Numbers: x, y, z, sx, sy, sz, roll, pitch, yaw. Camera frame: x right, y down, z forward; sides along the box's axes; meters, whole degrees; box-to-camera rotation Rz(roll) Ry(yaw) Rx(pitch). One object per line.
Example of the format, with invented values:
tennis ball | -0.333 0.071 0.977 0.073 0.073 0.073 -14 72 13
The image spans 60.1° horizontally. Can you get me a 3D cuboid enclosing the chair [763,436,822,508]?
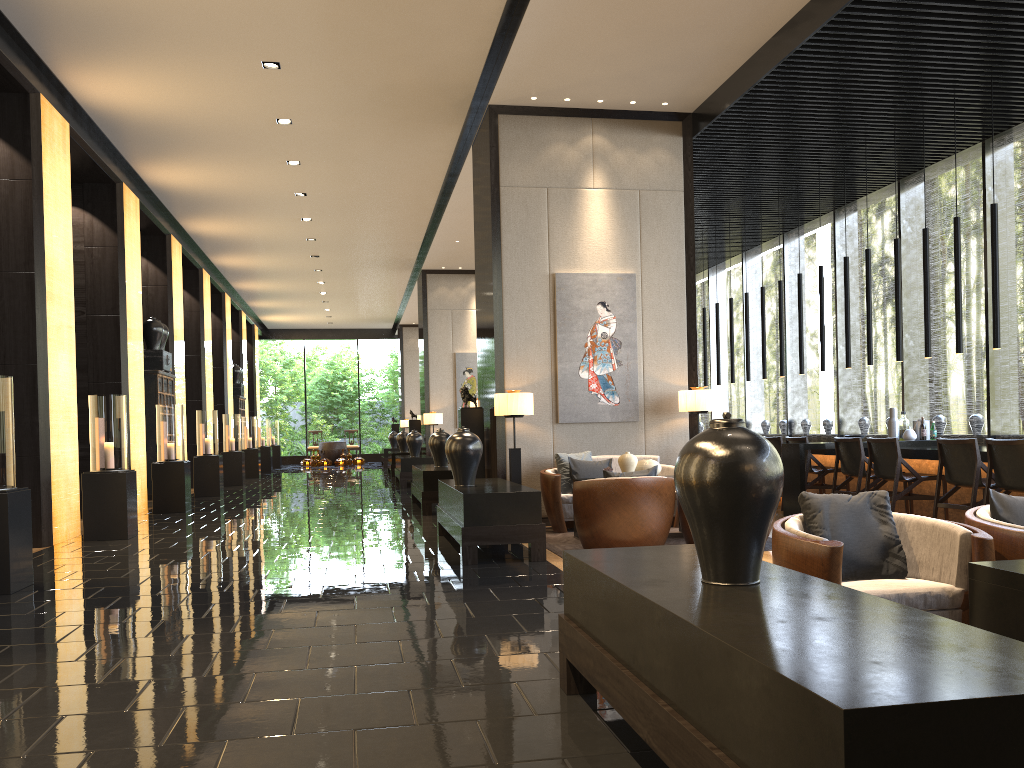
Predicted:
chair | 3.192 1.013 10.230 0.563 0.827 0.526 -1 -1 -10

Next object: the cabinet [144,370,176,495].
cabinet | -5.288 0.800 12.932 0.547 1.923 1.188 -1 0 -10

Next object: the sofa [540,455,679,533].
sofa | 0.977 1.047 8.582 1.448 0.693 0.603 -1 -1 -10

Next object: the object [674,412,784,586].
object | 0.631 0.328 2.578 0.311 0.493 0.311 -1 -1 -21

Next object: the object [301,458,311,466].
object | -6.231 2.381 26.955 0.370 0.229 0.370 -2 -2 7

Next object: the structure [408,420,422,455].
structure | -1.982 1.342 18.148 0.240 1.218 0.240 -1 0 -10

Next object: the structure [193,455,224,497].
structure | -4.948 1.496 14.439 0.402 0.658 0.402 -1 0 -10

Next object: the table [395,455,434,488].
table | -1.790 1.583 16.206 0.620 0.513 1.962 -1 -3 -10

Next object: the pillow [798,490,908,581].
pillow | 1.371 0.612 3.586 0.399 0.362 0.222 -1 0 -9

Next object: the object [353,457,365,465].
object | -4.709 2.357 27.205 0.369 0.229 0.370 0 -2 -38

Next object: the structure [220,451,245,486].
structure | -5.460 1.655 17.331 0.402 0.658 0.402 -1 0 -10

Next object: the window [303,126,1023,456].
window | -1.455 -0.398 13.832 12.050 4.227 31.916 -1 -3 -10

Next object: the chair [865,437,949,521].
chair | 3.569 0.896 8.100 0.563 0.827 0.526 -1 -1 -10

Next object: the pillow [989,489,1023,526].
pillow | 2.216 0.603 3.737 0.441 0.338 0.205 -1 0 -3

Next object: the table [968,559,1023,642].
table | 2.022 0.804 2.631 1.041 0.517 0.576 -1 -1 -10

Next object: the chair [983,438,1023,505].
chair | 3.846 0.810 6.536 0.563 0.827 0.526 -1 -1 -10

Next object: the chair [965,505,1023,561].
chair | 2.238 0.810 3.621 0.803 0.604 0.606 -1 -1 -10

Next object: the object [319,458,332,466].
object | -5.582 2.341 26.479 0.370 0.229 0.370 -2 -2 12

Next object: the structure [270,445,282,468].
structure | -6.994 2.133 26.006 0.402 0.658 0.402 -1 0 -10

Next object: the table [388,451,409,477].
table | -2.464 1.792 20.014 0.620 0.513 1.962 -1 -3 -10

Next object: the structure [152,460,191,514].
structure | -4.436 1.336 11.548 0.402 0.658 0.402 -1 0 -10

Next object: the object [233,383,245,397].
object | -6.745 0.159 21.654 0.365 0.315 0.606 -1 -2 -10

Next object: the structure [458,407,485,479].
structure | -0.421 0.856 9.325 0.240 1.218 0.240 -1 0 -10

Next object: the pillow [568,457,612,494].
pillow | 0.753 0.867 8.484 0.471 0.361 0.219 -1 -1 -13

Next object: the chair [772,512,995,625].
chair | 1.396 0.822 3.472 0.803 0.604 0.606 -1 -1 -10

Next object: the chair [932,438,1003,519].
chair | 3.746 0.841 7.102 0.563 0.827 0.526 -1 -1 -10

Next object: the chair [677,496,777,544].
chair | 1.732 0.992 6.972 0.803 0.604 0.606 -1 -1 -10

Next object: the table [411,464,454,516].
table | -0.903 1.306 11.191 0.620 0.513 1.962 -1 -3 -10

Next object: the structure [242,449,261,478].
structure | -5.971 1.814 20.223 0.402 0.658 0.402 -1 0 -10

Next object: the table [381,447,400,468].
table | -3.355 2.070 25.053 0.620 0.513 1.962 -1 -3 -10

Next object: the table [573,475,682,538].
table | 1.114 1.087 7.765 1.041 0.517 0.576 -1 -1 -10

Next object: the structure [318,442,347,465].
structure | -5.542 2.145 27.388 0.873 0.710 0.875 -1 -2 -22

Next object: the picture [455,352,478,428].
picture | -0.699 0.120 17.734 0.834 1.502 0.037 -1 0 -10

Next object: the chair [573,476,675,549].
chair | 0.889 1.005 6.823 0.803 0.604 0.606 -1 -1 -10

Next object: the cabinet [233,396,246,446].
cabinet | -6.825 1.278 21.617 0.547 1.923 1.188 -1 0 -10

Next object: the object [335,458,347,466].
object | -5.129 2.335 26.564 0.369 0.229 0.370 -1 -2 -8

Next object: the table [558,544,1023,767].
table | 0.650 0.823 2.415 0.620 0.513 1.962 -1 -3 -10

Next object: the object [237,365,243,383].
object | -6.794 -0.237 21.820 0.311 0.493 0.312 -1 -1 -29

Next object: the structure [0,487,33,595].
structure | -3.413 1.018 5.764 0.402 0.658 0.402 -1 0 -10

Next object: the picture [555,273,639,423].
picture | 0.859 -0.365 8.929 0.834 1.502 0.037 -1 0 -10

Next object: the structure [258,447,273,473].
structure | -6.483 1.974 23.115 0.402 0.658 0.402 -1 0 -10

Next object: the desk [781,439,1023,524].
desk | 2.888 1.247 14.085 1.779 0.759 28.761 -1 -3 -10

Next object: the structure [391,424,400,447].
structure | -3.547 1.829 26.995 0.240 1.218 0.240 -1 0 -10

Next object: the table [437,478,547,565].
table | -0.229 1.096 7.383 0.620 0.513 1.962 -1 -3 -10

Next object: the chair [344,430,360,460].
chair | -5.100 1.994 28.159 0.520 1.076 0.536 -1 0 -10

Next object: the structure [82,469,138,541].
structure | -3.925 1.177 8.656 0.402 0.658 0.402 -1 0 -10

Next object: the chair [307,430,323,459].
chair | -6.211 2.010 27.962 0.520 1.076 0.536 -1 0 -10

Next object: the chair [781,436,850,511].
chair | 3.293 0.982 9.664 0.563 0.827 0.526 -1 -1 -10

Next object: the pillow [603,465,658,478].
pillow | 0.902 0.785 6.703 0.441 0.338 0.205 -1 0 -3

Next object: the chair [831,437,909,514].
chair | 3.469 0.927 8.666 0.563 0.827 0.526 -1 -1 -10

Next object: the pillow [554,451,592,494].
pillow | 0.627 0.857 8.619 0.432 0.399 0.201 -1 -1 -32
